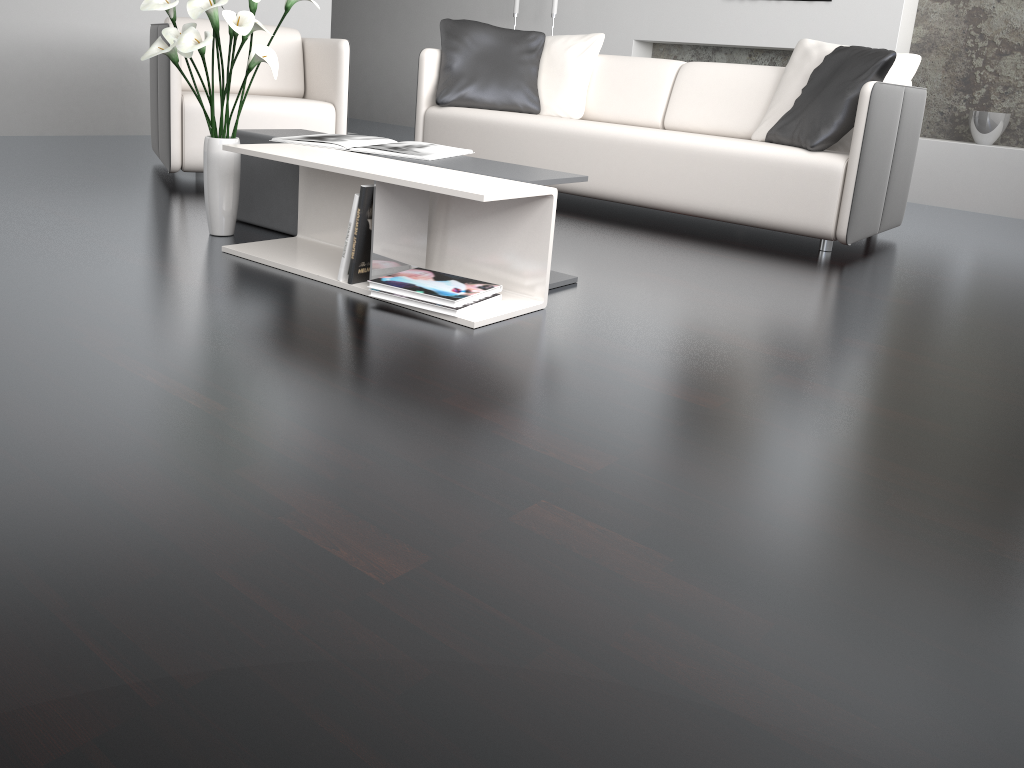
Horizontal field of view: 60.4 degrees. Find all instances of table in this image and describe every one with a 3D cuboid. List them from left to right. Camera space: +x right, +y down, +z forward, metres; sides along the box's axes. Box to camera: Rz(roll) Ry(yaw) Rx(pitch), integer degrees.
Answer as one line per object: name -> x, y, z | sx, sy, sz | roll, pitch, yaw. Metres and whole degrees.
table -> -0.371, -0.443, 2.410 | 0.984, 0.305, 0.303 | 18, 21, 34
table -> -0.382, -0.586, 2.805 | 1.278, 0.305, 0.303 | 19, 22, 34

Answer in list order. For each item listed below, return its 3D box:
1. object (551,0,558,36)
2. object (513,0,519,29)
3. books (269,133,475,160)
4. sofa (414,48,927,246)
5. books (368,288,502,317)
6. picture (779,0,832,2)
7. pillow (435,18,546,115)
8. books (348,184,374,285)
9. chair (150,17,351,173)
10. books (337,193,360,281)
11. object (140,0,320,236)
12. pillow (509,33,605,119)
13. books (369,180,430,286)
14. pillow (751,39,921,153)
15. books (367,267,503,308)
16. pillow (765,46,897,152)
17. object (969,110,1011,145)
object -> 0.284, -2.437, 6.572 | 0.183, 1.356, 0.182 | 16, 17, 37
object -> 0.004, -2.586, 6.920 | 0.183, 1.356, 0.182 | 16, 17, 37
books -> -0.438, -0.766, 2.818 | 0.551, 0.016, 0.368 | 11, 21, 17
sofa -> 0.668, -1.233, 4.231 | 2.274, 0.641, 0.934 | 18, 22, 34
books -> -0.192, -0.225, 2.227 | 0.266, 0.016, 0.218 | 15, 22, 26
picture -> 1.761, -2.979, 5.637 | 0.758, 0.976, 0.004 | 17, 18, 37
pillow -> -0.104, -1.639, 4.541 | 0.565, 0.437, 0.286 | 2, 16, -8
books -> -0.330, -0.406, 2.343 | 0.051, 0.256, 0.237 | 15, 19, 34
chair -> -1.267, -1.373, 4.164 | 0.769, 0.642, 0.946 | -4, 20, -26
books -> -0.357, -0.402, 2.361 | 0.070, 0.231, 0.231 | 15, 19, 34
object -> -0.862, -0.822, 2.653 | 0.380, 0.774, 0.457 | 11, 16, 20
pillow -> 0.179, -1.627, 4.669 | 0.591, 0.485, 0.329 | 14, 18, 26
books -> -0.296, -0.412, 2.339 | 0.007, 0.276, 0.208 | 14, 18, 34
pillow -> 1.390, -1.237, 3.817 | 0.599, 0.493, 0.302 | 20, 21, 40
books -> -0.194, -0.250, 2.247 | 0.266, 0.016, 0.232 | 15, 22, 26
pillow -> 1.302, -1.157, 3.561 | 0.333, 0.423, 0.570 | 3, 18, -6
object -> 2.799, -1.506, 5.189 | 0.218, 0.185, 0.219 | 16, 20, 31
